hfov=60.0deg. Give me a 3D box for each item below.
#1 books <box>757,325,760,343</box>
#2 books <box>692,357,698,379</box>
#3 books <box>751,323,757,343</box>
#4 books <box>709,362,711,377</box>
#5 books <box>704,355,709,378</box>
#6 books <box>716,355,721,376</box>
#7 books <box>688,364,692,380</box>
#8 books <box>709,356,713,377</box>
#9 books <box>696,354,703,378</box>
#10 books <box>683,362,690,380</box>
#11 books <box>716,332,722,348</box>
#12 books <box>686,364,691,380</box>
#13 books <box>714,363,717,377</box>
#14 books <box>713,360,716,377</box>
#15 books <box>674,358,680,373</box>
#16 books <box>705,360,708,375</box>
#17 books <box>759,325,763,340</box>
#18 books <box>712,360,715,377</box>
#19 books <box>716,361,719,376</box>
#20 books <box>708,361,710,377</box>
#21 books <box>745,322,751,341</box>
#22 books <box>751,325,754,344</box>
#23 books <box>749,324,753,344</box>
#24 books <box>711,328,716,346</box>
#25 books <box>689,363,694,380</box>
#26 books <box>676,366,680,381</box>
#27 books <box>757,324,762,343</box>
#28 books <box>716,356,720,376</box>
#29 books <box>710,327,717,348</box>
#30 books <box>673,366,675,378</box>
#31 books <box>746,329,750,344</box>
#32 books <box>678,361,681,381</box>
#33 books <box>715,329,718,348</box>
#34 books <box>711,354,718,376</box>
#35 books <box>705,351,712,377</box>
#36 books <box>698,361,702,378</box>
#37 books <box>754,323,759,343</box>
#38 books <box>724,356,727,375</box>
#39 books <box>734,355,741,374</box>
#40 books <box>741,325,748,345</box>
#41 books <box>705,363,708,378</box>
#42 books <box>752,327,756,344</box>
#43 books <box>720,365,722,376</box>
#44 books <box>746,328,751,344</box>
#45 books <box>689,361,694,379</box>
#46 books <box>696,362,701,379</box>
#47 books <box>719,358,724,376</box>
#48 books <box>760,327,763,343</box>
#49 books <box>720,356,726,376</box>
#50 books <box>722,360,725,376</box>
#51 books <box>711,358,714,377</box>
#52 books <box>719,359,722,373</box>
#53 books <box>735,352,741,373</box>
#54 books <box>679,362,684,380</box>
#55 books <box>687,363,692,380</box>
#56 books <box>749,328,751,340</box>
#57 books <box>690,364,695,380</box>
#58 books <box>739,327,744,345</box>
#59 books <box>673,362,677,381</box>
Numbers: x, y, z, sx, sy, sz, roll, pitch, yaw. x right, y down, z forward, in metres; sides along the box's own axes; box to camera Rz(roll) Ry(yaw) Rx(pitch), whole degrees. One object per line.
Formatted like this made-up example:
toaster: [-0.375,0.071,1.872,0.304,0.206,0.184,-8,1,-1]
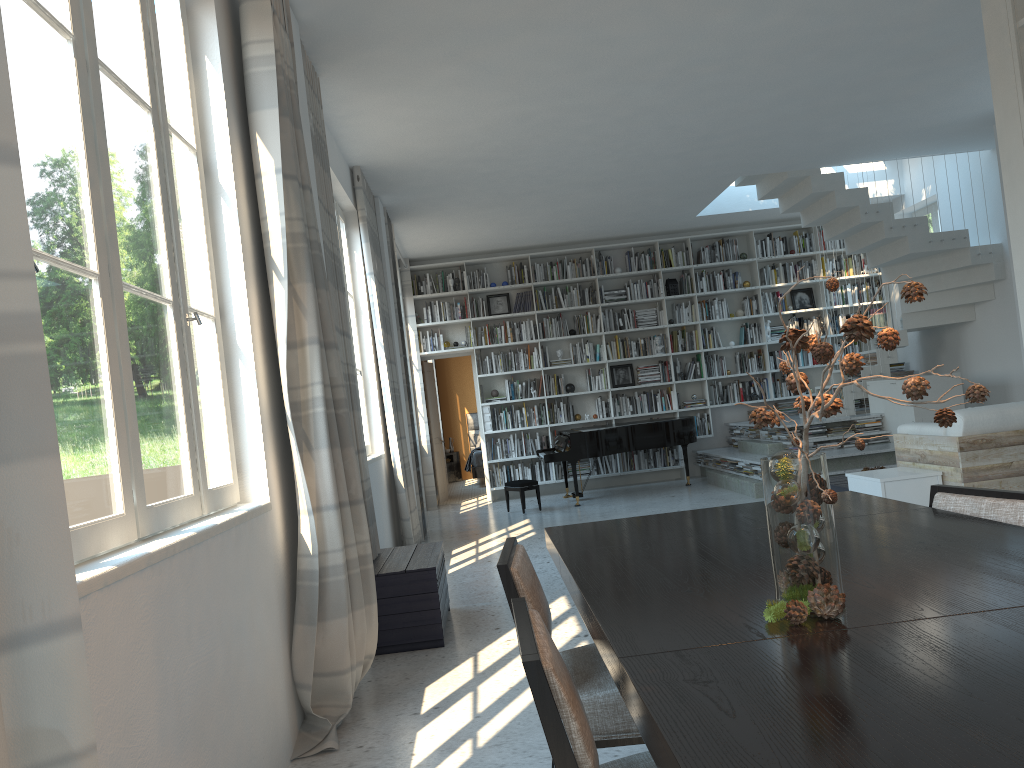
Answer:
books: [3.231,-0.650,11.709,0.013,0.244,0.158,-7,-1,-2]
books: [2.405,-0.206,11.672,0.013,0.285,0.138,-7,-1,-2]
books: [3.182,-0.659,11.708,0.032,0.274,0.154,-7,-1,-2]
books: [2.586,-0.186,11.678,0.013,0.204,0.154,-7,-1,-2]
books: [2.560,-0.229,11.672,0.018,0.295,0.177,-7,-1,-2]
books: [2.714,-0.241,11.688,0.006,0.285,0.159,-7,-1,-2]
books: [2.326,-0.157,11.667,0.090,0.212,0.143,-7,-1,-2]
books: [2.605,-0.228,11.664,0.005,0.283,0.159,-7,-1,-2]
books: [2.467,-0.233,11.663,0.014,0.325,0.183,-7,-1,-2]
books: [2.283,-0.161,11.645,0.095,0.228,0.190,-7,-1,-2]
books: [2.713,-0.573,11.667,0.051,0.210,0.176,-7,-1,-2]
books: [2.301,-0.154,11.650,0.089,0.210,0.176,-7,-1,-2]
books: [2.656,-0.185,11.665,0.013,0.186,0.184,-7,-1,-2]
books: [2.641,-0.200,11.670,0.013,0.218,0.160,-7,-1,-2]
books: [2.175,-0.191,11.658,0.013,0.307,0.141,-7,-1,-2]
books: [2.548,-0.199,11.685,0.011,0.239,0.136,-7,-1,-2]
books: [3.277,-0.656,11.699,0.010,0.245,0.158,-7,-1,-2]
books: [2.629,-0.203,11.657,0.011,0.226,0.188,-7,-1,-2]
books: [2.687,-0.197,11.682,0.013,0.203,0.167,-7,-1,-2]
books: [2.573,-0.223,11.671,0.006,0.281,0.155,-7,-1,-2]
books: [3.110,-0.661,11.710,0.013,0.295,0.154,-7,-1,-2]
books: [3.151,-0.648,11.699,0.015,0.259,0.152,-7,-1,-2]
books: [3.134,-0.648,11.697,0.018,0.263,0.165,-7,-1,-2]
books: [2.647,-0.598,11.684,0.006,0.273,0.167,-7,-1,-2]
books: [2.345,-0.161,11.675,0.090,0.215,0.139,-7,-1,-2]
books: [2.163,-0.132,11.641,0.027,0.192,0.182,-7,-1,-2]
books: [3.244,-0.656,11.692,0.011,0.252,0.169,-7,-1,-2]
books: [2.696,-0.230,11.671,0.012,0.267,0.183,-7,-1,-2]
books: [2.656,-0.606,11.685,0.013,0.287,0.159,-7,-1,-2]
books: [2.104,-0.160,11.663,0.024,0.263,0.154,-7,-1,-2]
books: [3.093,-0.617,11.693,0.006,0.209,0.188,-7,-1,-2]
books: [2.190,-0.171,11.668,0.012,0.266,0.157,-7,-1,-2]
books: [2.680,-0.591,11.693,0.007,0.254,0.161,-7,-1,-2]
books: [2.663,-0.242,11.665,0.014,0.297,0.175,-7,-1,-2]
books: [2.588,-0.255,11.689,0.007,0.342,0.149,-7,-1,-2]
books: [2.455,-0.182,11.664,0.021,0.226,0.148,-7,-1,-2]
books: [3.205,-0.662,11.687,0.012,0.273,0.184,-7,-1,-2]
books: [2.789,-0.233,11.683,0.013,0.251,0.172,-7,-1,-2]
books: [2.971,-0.254,11.693,0.019,0.251,0.130,-7,-1,-2]
books: [3.069,-0.641,11.699,0.021,0.264,0.174,-7,-1,-2]
books: [2.538,-0.172,11.675,0.015,0.188,0.168,-7,-1,-2]
books: [3.167,-0.633,11.691,0.012,0.224,0.178,-7,-1,-2]
books: [2.730,-0.190,11.686,0.013,0.179,0.140,-7,-1,-2]
books: [3.102,-0.623,11.693,0.013,0.219,0.187,-7,-1,-2]
books: [2.340,-0.174,11.666,0.094,0.238,0.149,-7,-1,-2]
books: [2.430,-0.178,11.651,0.029,0.223,0.171,-7,-1,-2]
books: [2.748,-0.222,11.679,0.015,0.238,0.176,-7,-1,-2]
books: [3.262,-0.637,11.708,0.023,0.212,0.164,-7,-1,-2]
books: [2.775,-0.236,11.682,0.014,0.261,0.142,-7,-1,-2]
books: [2.765,-0.208,11.677,0.014,0.207,0.180,-7,-1,-2]
books: [2.616,-0.212,11.667,0.013,0.248,0.165,-7,-1,-2]
books: [2.738,-0.212,11.688,0.008,0.223,0.134,-7,-1,-2]
books: [2.986,-0.275,11.707,0.016,0.289,0.131,-7,-1,-2]
books: [2.214,-0.165,11.669,0.035,0.248,0.141,-7,-1,-2]
books: [2.315,-0.163,11.671,0.095,0.226,0.144,-7,-1,-2]
books: [3.124,-0.630,11.711,0.007,0.230,0.146,-7,-1,-2]
books: [2.359,-0.157,11.665,0.091,0.205,0.169,-7,-1,-2]
books: [3.033,-0.624,11.704,0.056,0.241,0.153,-7,-1,-2]
books: [2.131,-0.158,11.661,0.028,0.253,0.142,-7,-1,-2]
